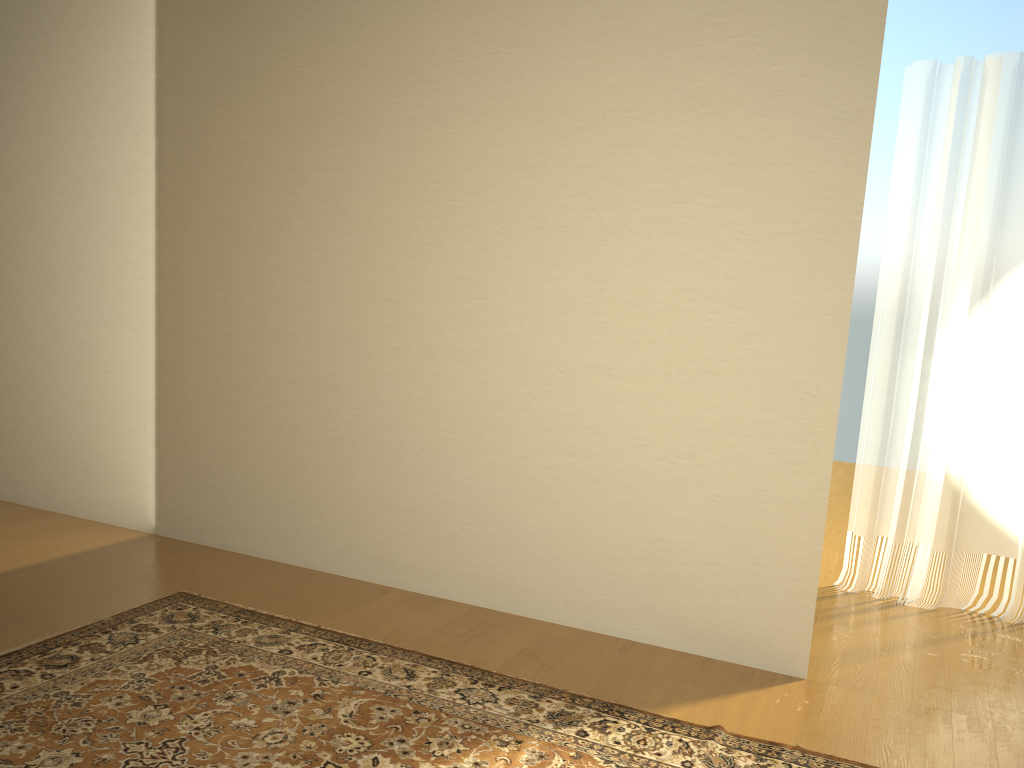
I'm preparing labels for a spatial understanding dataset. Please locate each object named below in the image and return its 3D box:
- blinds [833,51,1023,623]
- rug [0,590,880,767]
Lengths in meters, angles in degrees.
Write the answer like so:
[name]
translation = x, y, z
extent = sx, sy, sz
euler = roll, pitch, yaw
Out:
[blinds]
translation = 2.628, -0.122, 3.754
extent = 2.158, 2.530, 0.163
euler = 7, 9, 27
[rug]
translation = -0.468, 1.071, 2.187
extent = 3.068, 0.017, 2.106
euler = 6, 5, 25
